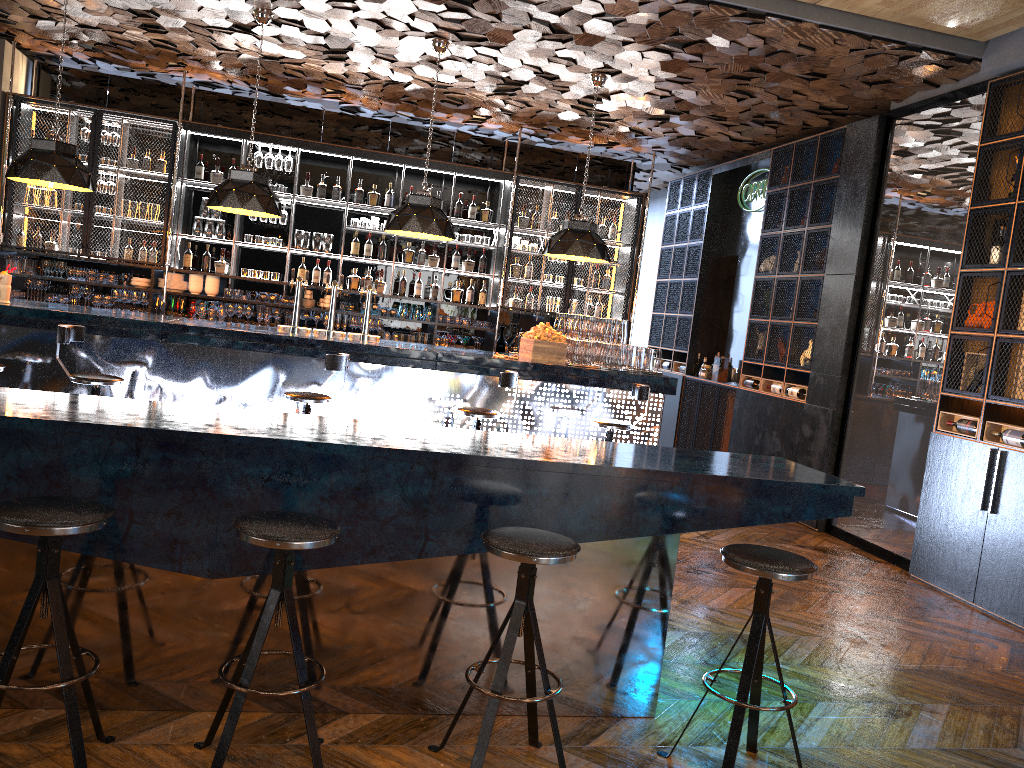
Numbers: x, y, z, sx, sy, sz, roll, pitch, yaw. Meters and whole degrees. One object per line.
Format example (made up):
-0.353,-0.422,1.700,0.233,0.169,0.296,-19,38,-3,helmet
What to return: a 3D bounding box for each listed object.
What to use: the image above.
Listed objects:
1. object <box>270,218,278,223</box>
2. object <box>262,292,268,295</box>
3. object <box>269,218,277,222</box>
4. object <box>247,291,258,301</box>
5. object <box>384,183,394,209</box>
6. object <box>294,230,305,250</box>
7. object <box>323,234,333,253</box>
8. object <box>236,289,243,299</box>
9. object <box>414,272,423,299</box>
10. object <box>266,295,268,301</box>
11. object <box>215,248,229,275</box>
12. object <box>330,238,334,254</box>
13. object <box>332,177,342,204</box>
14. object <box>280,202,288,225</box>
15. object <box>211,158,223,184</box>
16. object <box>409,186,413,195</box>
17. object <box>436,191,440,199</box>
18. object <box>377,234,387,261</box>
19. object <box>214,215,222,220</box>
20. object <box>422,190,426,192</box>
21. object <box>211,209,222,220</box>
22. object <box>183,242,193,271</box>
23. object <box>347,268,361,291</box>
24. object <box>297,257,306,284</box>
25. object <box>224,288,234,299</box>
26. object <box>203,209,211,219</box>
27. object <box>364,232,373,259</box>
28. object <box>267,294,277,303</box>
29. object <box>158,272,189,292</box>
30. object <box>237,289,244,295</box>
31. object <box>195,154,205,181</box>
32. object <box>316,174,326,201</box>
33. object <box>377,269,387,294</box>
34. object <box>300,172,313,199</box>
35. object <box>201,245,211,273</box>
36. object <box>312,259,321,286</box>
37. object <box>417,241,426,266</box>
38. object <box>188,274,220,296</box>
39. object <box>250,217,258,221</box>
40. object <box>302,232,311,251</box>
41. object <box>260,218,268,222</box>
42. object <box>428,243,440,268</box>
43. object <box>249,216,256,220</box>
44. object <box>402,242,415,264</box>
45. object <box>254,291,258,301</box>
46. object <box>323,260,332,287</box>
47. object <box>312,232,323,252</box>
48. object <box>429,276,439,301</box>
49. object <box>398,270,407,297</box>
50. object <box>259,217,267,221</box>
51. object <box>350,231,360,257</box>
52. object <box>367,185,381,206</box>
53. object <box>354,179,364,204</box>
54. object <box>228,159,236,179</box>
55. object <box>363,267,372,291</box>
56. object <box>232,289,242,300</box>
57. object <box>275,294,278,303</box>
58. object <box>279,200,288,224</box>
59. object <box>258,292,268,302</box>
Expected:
-2.583,-1.874,9.640,0.092,0.244,0.092,10,6,37,object
-2.715,-0.949,9.693,0.093,0.099,0.093,6,4,-12,object
-2.547,-1.857,9.480,0.092,0.244,0.092,10,6,37,object
-2.772,-0.938,9.465,0.109,0.100,0.109,4,5,-30,object
-1.359,-2.079,9.834,0.086,0.298,0.086,10,5,35,object
-2.304,-1.557,9.596,0.105,0.209,0.105,10,5,32,object
-2.014,-1.527,9.668,0.105,0.209,0.105,10,5,32,object
-2.950,-0.965,9.543,0.089,0.100,0.100,9,5,28,object
-1.052,-1.112,9.999,0.086,0.298,0.086,10,5,35,object
-2.691,-0.938,9.591,0.093,0.099,0.093,5,5,-26,object
-3.102,-1.311,9.491,0.123,0.279,0.123,7,4,0,object
-2.027,-1.537,9.776,0.105,0.209,0.105,10,5,32,object
-1.910,-2.121,9.691,0.083,0.282,0.083,7,4,2,object
-2.483,-1.863,9.663,0.092,0.244,0.092,10,6,37,object
-3.121,-2.249,9.388,0.123,0.279,0.123,5,5,-25,object
-1.131,-2.056,9.882,0.086,0.298,0.086,10,5,35,object
-0.837,-2.018,9.945,0.083,0.282,0.083,6,5,-13,object
-1.439,-1.516,9.864,0.086,0.297,0.086,10,5,35,object
-3.167,-1.866,9.525,0.105,0.209,0.105,10,5,32,object
-0.991,-2.030,9.895,0.123,0.279,0.123,5,5,-24,object
-3.142,-1.857,9.438,0.105,0.209,0.105,10,5,32,object
-3.443,-1.357,9.429,0.086,0.299,0.086,10,5,35,object
-1.748,-1.157,9.828,0.151,0.248,0.094,5,5,-24,object
-2.295,-1.239,9.702,0.086,0.299,0.086,10,5,35,object
-2.991,-0.955,9.352,0.100,0.100,0.089,6,4,-9,object
-3.283,-1.879,9.509,0.105,0.209,0.105,10,5,32,object
-1.592,-1.534,9.857,0.086,0.298,0.086,10,5,35,object
-2.559,-0.912,9.464,0.093,0.099,0.093,7,4,6,object
-3.562,-1.071,9.328,0.306,0.195,0.300,6,4,-12,object
-2.968,-0.975,9.641,0.089,0.100,0.100,5,5,-20,object
-3.303,-2.282,9.390,0.086,0.298,0.086,10,5,35,object
-2.071,-2.138,9.652,0.083,0.282,0.083,5,5,-28,object
-1.460,-1.142,9.881,0.123,0.279,0.123,7,4,0,object
-2.224,-2.151,9.618,0.123,0.279,0.123,5,5,-25,object
-3.251,-1.335,9.443,0.086,0.297,0.086,9,5,20,object
-2.148,-1.227,9.762,0.086,0.298,0.086,10,5,35,object
-1.010,-1.463,9.964,0.083,0.282,0.083,6,5,-13,object
-3.254,-1.048,9.366,0.309,0.216,0.149,6,5,-16,object
-2.786,-1.895,9.592,0.092,0.244,0.092,10,6,37,object
-2.268,-1.562,9.723,0.105,0.209,0.105,10,5,32,object
-2.679,-1.884,9.617,0.092,0.244,0.092,10,6,37,object
-0.873,-1.446,9.982,0.123,0.279,0.123,7,4,0,object
-2.750,-1.878,9.432,0.092,0.244,0.092,10,6,37,object
-1.161,-1.461,9.929,0.151,0.248,0.094,5,5,-24,object
-2.806,-0.954,9.619,0.109,0.100,0.109,4,5,-30,object
-2.028,-1.213,9.767,0.086,0.298,0.086,10,5,35,object
-2.125,-1.540,9.667,0.105,0.209,0.105,10,5,32,object
-0.874,-1.085,10.034,0.083,0.282,0.083,5,5,-28,object
-1.220,-1.127,9.925,0.086,0.297,0.086,9,5,20,object
-2.643,-1.867,9.457,0.092,0.244,0.092,10,6,37,object
-1.727,-1.545,9.799,0.086,0.299,0.086,10,5,35,object
-1.525,-2.070,9.783,0.151,0.248,0.094,6,4,-10,object
-1.678,-2.104,9.745,0.083,0.282,0.083,5,5,-28,object
-2.974,-2.246,9.440,0.086,0.299,0.086,10,5,35,object
-1.596,-1.159,9.862,0.083,0.282,0.083,6,5,-13,object
-2.924,-0.953,9.425,0.089,0.100,0.100,9,5,23,object
-2.603,-0.933,9.664,0.093,0.099,0.093,5,5,-26,object
-2.447,-1.847,9.503,0.092,0.244,0.092,10,6,37,object
-2.667,-0.927,9.486,0.093,0.099,0.093,7,4,3,object
